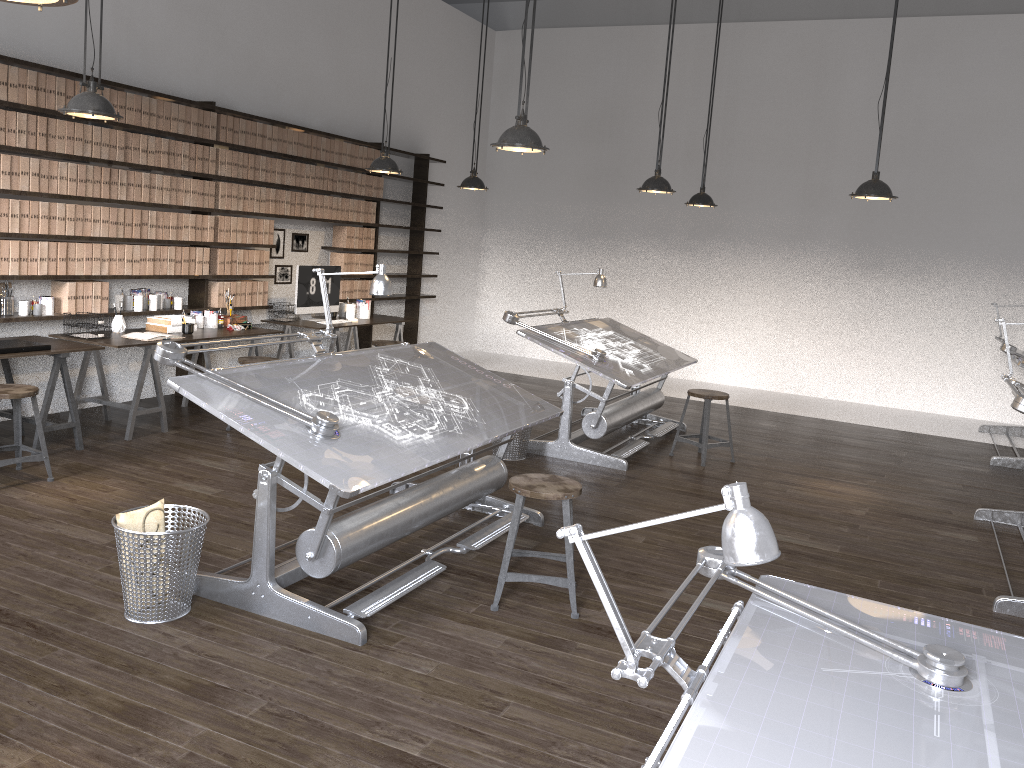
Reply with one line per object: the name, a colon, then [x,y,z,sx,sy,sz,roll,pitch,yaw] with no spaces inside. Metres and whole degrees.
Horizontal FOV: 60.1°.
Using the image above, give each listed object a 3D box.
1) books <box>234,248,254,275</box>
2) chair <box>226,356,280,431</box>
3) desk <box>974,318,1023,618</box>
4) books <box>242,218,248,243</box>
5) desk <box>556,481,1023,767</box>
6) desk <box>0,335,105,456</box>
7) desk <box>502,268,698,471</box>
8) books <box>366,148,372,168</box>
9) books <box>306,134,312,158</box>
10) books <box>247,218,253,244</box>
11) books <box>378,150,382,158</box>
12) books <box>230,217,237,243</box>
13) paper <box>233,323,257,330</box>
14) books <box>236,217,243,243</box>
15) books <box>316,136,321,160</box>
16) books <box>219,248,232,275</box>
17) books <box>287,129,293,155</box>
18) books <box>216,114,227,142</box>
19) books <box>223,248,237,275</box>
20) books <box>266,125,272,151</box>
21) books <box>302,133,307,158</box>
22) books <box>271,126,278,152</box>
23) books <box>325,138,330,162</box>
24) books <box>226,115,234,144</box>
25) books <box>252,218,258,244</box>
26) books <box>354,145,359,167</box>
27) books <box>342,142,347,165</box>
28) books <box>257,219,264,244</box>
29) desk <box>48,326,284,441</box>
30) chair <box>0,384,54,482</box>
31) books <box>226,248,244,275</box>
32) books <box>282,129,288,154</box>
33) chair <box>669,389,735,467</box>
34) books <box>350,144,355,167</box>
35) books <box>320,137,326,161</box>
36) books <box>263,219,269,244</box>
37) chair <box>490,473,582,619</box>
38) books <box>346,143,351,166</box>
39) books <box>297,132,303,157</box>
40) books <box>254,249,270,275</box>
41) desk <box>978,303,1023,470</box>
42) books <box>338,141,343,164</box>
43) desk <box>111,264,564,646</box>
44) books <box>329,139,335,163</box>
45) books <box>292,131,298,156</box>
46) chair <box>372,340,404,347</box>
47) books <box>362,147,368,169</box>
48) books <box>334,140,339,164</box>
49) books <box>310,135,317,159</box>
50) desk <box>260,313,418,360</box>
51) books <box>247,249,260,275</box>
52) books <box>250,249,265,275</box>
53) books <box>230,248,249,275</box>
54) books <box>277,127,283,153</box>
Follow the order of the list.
books: [-2.361,-1.072,7.792,0.175,0.224,0.067,8,7,24]
chair: [-1.912,0.075,6.664,0.358,0.525,0.374,4,7,-2]
desk: [3.075,0.347,4.670,1.079,1.378,2.077,8,9,24]
books: [-2.382,-1.331,7.668,0.175,0.224,0.067,8,7,24]
desk: [0.624,0.768,1.458,1.174,1.182,1.273,8,8,24]
desk: [-3.292,0.140,5.117,0.657,0.665,1.675,8,9,24]
desk: [0.746,-0.236,7.169,1.079,1.378,2.077,8,9,24]
books: [-1.556,-2.343,9.206,0.175,0.224,0.067,8,7,24]
books: [-1.977,-2.234,8.316,0.175,0.224,0.067,8,7,24]
books: [-2.349,-1.338,7.726,0.175,0.224,0.067,8,7,24]
books: [-1.476,-2.367,9.397,0.175,0.224,0.067,8,7,24]
books: [-2.435,-1.316,7.544,0.175,0.224,0.067,8,7,24]
paper: [-2.192,-0.477,7.283,0.138,0.038,0.155,12,11,39]
books: [-2.407,-1.324,7.610,0.175,0.224,0.067,8,7,24]
books: [-1.914,-2.251,8.451,0.175,0.224,0.067,8,7,24]
books: [-2.477,-1.039,7.529,0.175,0.224,0.067,8,7,24]
books: [-2.089,-2.203,8.067,0.175,0.224,0.067,8,7,24]
books: [-2.446,-2.109,7.307,0.175,0.224,0.067,8,7,24]
books: [-2.451,-1.048,7.599,0.175,0.224,0.067,8,7,24]
books: [-2.208,-2.171,7.812,0.175,0.224,0.067,8,7,24]
books: [-2.003,-2.226,8.256,0.175,0.224,0.067,8,7,24]
books: [-2.176,-2.179,7.877,0.175,0.224,0.067,8,7,24]
books: [-1.854,-2.266,8.579,0.175,0.224,0.067,8,7,24]
books: [-2.410,-2.117,7.372,0.175,0.224,0.067,8,7,24]
books: [-2.326,-1.347,7.790,0.175,0.224,0.067,8,7,24]
books: [-1.653,-2.320,9.015,0.175,0.224,0.067,8,7,24]
books: [-1.739,-2.296,8.821,0.175,0.224,0.067,8,7,24]
books: [-2.297,-1.355,7.854,0.175,0.224,0.067,8,7,24]
desk: [-2.550,-0.057,6.714,0.657,0.665,1.675,8,9,24]
chair: [-2.805,0.286,4.906,0.359,0.525,0.372,9,8,32]
books: [-2.417,-1.056,7.662,0.175,0.224,0.067,8,7,24]
books: [-2.122,-2.196,8.006,0.175,0.224,0.067,8,7,24]
chair: [1.476,0.324,6.774,0.372,0.525,0.360,-1,9,-37]
books: [-1.681,-2.312,8.951,0.175,0.224,0.067,8,7,24]
books: [-1.880,-2.258,8.514,0.175,0.224,0.067,8,7,24]
books: [-2.263,-1.362,7.916,0.175,0.224,0.067,8,7,24]
chair: [0.124,0.687,3.846,0.372,0.525,0.360,5,7,3]
books: [-1.707,-2.304,8.886,0.175,0.224,0.067,8,7,24]
books: [-2.025,-2.219,8.197,0.175,0.224,0.067,8,7,24]
books: [-2.275,-1.094,7.969,0.175,0.224,0.067,8,7,24]
desk: [4.831,-0.039,7.951,1.079,1.378,2.077,8,9,24]
books: [-1.767,-2.289,8.765,0.175,0.224,0.067,8,7,24]
desk: [-0.663,0.138,4.135,1.079,1.378,2.289,8,9,24]
books: [-1.824,-2.274,8.644,0.175,0.224,0.067,8,7,24]
books: [-2.056,-2.210,8.132,0.175,0.224,0.067,8,7,24]
chair: [-1.174,-0.131,8.314,0.371,0.525,0.361,4,7,-7]
books: [-1.587,-2.335,9.141,0.175,0.224,0.067,8,7,24]
books: [-1.791,-2.281,8.702,0.175,0.224,0.067,8,7,24]
books: [-1.941,-2.241,8.381,0.175,0.224,0.067,8,7,24]
desk: [-1.650,-0.297,8.652,0.657,0.665,1.675,8,9,24]
books: [-2.327,-1.079,7.850,0.175,0.224,0.067,8,7,24]
books: [-2.303,-1.087,7.913,0.175,0.224,0.067,8,7,24]
books: [-2.391,-1.064,7.727,0.175,0.224,0.067,8,7,24]
books: [-2.150,-2.188,7.942,0.175,0.224,0.067,8,7,24]
